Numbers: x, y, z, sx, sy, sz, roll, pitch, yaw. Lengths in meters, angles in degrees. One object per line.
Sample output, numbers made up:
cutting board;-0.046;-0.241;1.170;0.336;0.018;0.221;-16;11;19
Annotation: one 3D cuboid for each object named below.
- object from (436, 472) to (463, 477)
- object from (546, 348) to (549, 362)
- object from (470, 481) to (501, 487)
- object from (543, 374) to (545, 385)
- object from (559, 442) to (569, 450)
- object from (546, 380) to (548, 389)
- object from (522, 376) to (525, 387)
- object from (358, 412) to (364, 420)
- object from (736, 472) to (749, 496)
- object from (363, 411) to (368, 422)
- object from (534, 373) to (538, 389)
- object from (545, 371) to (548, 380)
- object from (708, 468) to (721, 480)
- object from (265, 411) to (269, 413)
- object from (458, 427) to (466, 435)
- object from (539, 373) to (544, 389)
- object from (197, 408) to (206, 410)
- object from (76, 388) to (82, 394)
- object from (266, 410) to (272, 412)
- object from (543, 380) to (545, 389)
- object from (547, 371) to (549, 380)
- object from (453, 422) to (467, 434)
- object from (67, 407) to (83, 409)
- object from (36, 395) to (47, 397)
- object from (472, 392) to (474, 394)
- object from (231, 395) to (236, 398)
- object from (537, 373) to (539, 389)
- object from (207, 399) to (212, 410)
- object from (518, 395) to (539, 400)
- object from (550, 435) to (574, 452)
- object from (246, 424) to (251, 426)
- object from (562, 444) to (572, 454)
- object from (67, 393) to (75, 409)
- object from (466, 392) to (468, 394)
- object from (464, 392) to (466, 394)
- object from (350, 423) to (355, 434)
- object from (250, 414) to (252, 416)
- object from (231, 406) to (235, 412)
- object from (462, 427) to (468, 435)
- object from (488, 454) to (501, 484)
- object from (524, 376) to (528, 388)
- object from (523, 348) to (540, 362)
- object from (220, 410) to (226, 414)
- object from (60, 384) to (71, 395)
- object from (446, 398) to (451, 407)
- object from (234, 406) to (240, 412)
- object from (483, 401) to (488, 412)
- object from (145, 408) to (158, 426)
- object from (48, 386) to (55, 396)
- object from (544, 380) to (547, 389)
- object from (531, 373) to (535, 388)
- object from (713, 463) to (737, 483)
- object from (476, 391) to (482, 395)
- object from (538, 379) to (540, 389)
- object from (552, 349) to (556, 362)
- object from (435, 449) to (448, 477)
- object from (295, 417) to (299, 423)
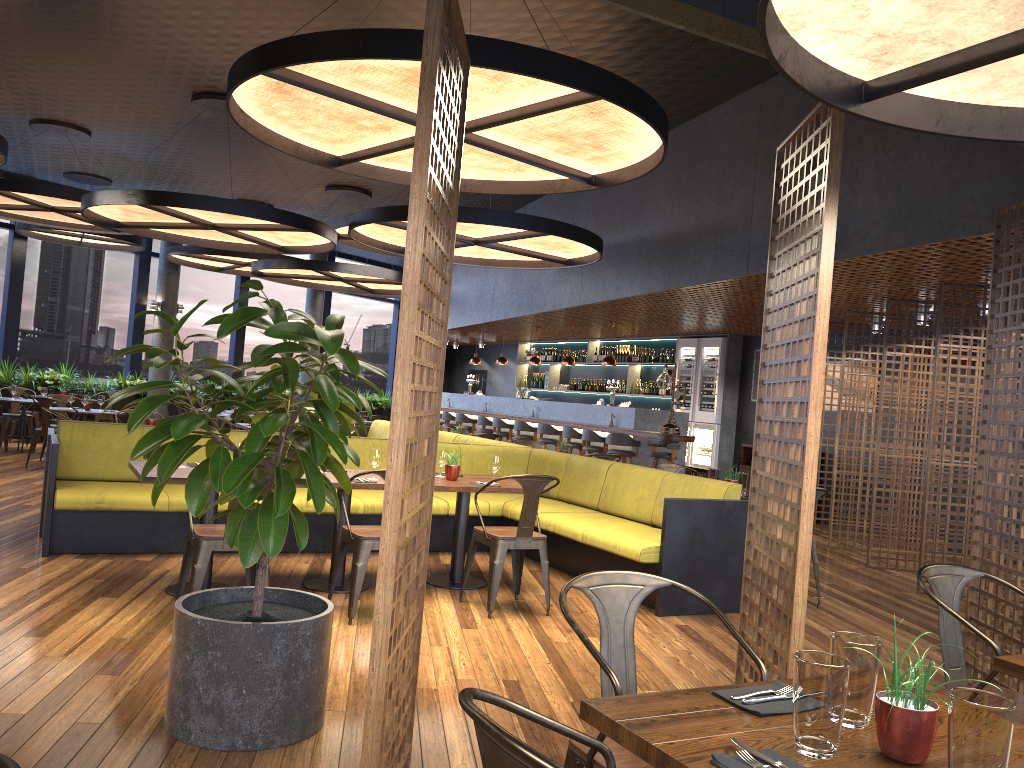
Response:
object;-0.471;0.688;6.757;0.157;0.019;0.255;5;-1;-28
object;0.788;-0.619;19.316;0.085;0.310;0.086;5;-1;-17
object;-0.200;0.703;6.261;0.157;0.019;0.255;5;-1;-28
object;0.684;-0.059;19.463;0.094;0.340;0.094;5;-1;-18
object;0.577;0.748;9.920;0.102;0.178;0.102;6;-1;-42
object;0.803;0.019;19.044;0.080;0.192;0.098;5;-1;-28
object;0.279;-0.050;20.142;0.079;0.281;0.079;5;-1;-9
object;-2.630;0.573;15.448;0.102;0.178;0.102;6;-1;-42
object;1.851;0.808;7.152;0.102;0.178;0.102;5;-1;-12
object;-2.630;0.580;15.872;0.102;0.178;0.102;5;-1;8
object;0.533;-0.071;19.524;0.094;0.340;0.094;5;-1;-14
object;0.774;-0.175;19.138;0.080;0.192;0.098;5;-1;-28
object;1.692;0.799;7.431;0.102;0.178;0.102;5;-1;-22
object;-3.117;0.449;11.310;0.097;0.206;0.097;5;-1;-27
object;-0.679;0.677;11.930;0.102;0.178;0.102;6;-1;-42
object;0.641;-0.065;19.343;0.094;0.340;0.094;5;-1;12
object;-5.239;0.425;15.000;0.157;0.019;0.255;5;-1;-28
object;-7.447;0.163;15.238;0.102;0.178;0.102;6;-1;-36
object;-3.197;0.448;11.642;0.097;0.206;0.097;6;-1;-36
object;0.743;-0.056;19.371;0.094;0.340;0.094;5;-1;-6
object;0.819;-0.173;19.048;0.080;0.192;0.098;5;-1;-28
object;-0.715;0.630;12.098;0.238;0.271;0.260;5;-1;-6
object;-5.868;0.323;11.957;0.255;0.019;0.157;4;-1;40
object;-7.899;0.199;14.911;0.255;0.019;0.157;4;-1;38
object;-0.867;0.210;19.469;0.042;0.059;0.042;5;-1;-30
object;-5.735;0.314;18.335;0.260;0.271;0.238;5;-1;-26
object;0.576;-0.066;19.633;0.094;0.340;0.094;5;-1;-22
object;-5.171;0.354;15.164;0.102;0.178;0.102;4;-1;38
object;0.251;0.521;19.717;0.550;0.569;0.355;5;-1;-28
object;0.549;0.695;9.686;0.260;0.271;0.238;5;-1;-26
object;-3.287;0.530;11.372;0.255;0.019;0.157;5;-1;-28
object;0.584;0.742;9.544;0.102;0.178;0.102;6;-1;-42
object;-5.858;0.226;11.784;0.097;0.206;0.097;5;-1;14
object;-0.992;0.198;19.396;0.042;0.059;0.042;5;-1;-30
object;-1.034;0.194;19.375;0.042;0.059;0.042;5;-1;-30
object;-1.806;0.536;9.921;0.097;0.206;0.097;5;-1;14
object;-4.144;0.420;14.023;0.102;0.178;0.102;4;-1;28
object;-4.748;0.389;15.164;0.102;0.178;0.102;4;-1;38
object;-0.675;0.683;12.318;0.102;0.178;0.102;5;-1;8
object;-0.128;0.617;6.425;0.097;0.206;0.097;5;-1;18
object;0.324;-0.048;20.064;0.079;0.281;0.079;5;-1;-24
object;0.466;-0.640;19.873;0.229;0.319;0.579;5;-1;-28
object;-4.567;0.385;14.023;0.102;0.178;0.102;5;-1;-22
object;-7.672;0.097;15.195;0.260;0.271;0.238;5;-1;-12
object;-1.326;0.384;18.534;0.114;0.203;0.069;4;-1;20
object;-4.314;0.359;13.993;0.238;0.271;0.260;5;-1;11
object;-0.503;0.427;17.005;0.114;0.203;0.069;4;-1;23
object;-3.673;0.328;9.030;0.260;0.271;0.238;5;-1;7
object;-7.835;0.127;15.068;0.102;0.178;0.102;4;-1;44
object;0.756;0.016;19.134;0.080;0.192;0.098;5;-1;-28
object;0.475;-0.075;19.605;0.094;0.340;0.094;5;-1;-6
object;1.801;0.760;7.321;0.260;0.271;0.238;5;-1;-26
object;-0.477;0.223;19.726;0.766;0.106;0.200;5;-1;-28
object;0.637;-0.062;19.549;0.094;0.340;0.094;5;-1;-6
object;0.905;-0.598;18.906;0.083;0.301;0.083;5;-1;-21
object;-0.526;0.587;6.597;0.097;0.206;0.097;5;-1;18
object;-2.799;0.479;11.470;0.097;0.206;0.097;6;-1;-36
